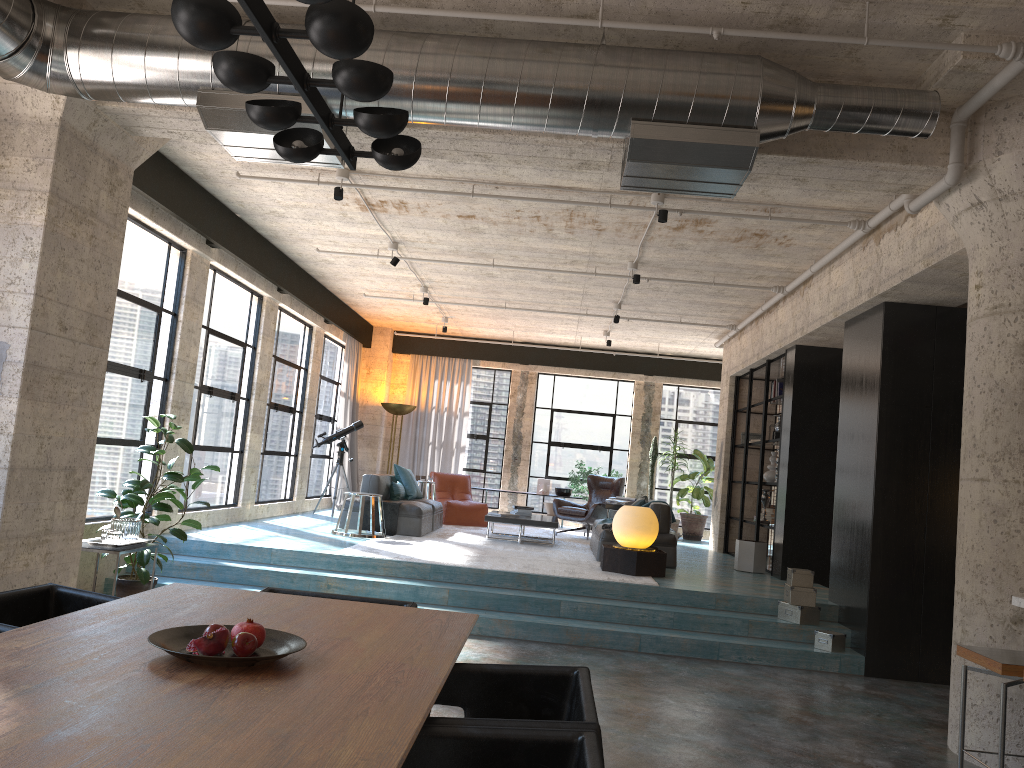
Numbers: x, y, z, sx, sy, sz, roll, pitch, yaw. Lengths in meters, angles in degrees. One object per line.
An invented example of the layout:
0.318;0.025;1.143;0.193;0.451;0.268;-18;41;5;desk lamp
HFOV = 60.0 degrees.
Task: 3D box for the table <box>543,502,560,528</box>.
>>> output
0.674;2.216;15.012;0.331;0.394;0.331;0;-7;42;table

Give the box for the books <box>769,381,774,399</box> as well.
3.454;0.112;11.470;0.216;0.290;0.231;5;-5;3;books

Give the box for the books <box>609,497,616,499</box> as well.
1.496;1.642;12.457;0.278;0.075;0.320;5;-6;8;books

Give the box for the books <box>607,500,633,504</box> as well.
1.471;1.601;12.048;0.252;0.011;0.318;7;-6;-15;books

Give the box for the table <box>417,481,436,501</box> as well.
-1.321;1.726;12.946;0.549;0.603;0.549;7;-6;-17;table

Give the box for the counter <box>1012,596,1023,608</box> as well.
3.039;1.004;2.884;1.000;0.046;3.500;5;-5;3;counter

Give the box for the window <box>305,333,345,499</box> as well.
-2.974;0.551;14.159;0.081;2.530;1.780;5;-5;3;window

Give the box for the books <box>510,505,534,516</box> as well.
0.145;1.684;11.791;0.279;0.116;0.322;7;-6;-12;books

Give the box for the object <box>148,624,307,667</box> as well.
-0.809;0.739;2.536;0.435;0.079;0.435;1;-7;39;object

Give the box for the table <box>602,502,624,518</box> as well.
1.641;1.961;12.238;0.800;0.570;0.800;5;-5;3;table

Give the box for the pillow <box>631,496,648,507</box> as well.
1.471;1.537;10.723;0.320;0.393;0.670;5;-6;9;pillow

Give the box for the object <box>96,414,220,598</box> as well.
-2.820;1.003;6.962;0.886;1.552;0.514;6;-6;-10;object

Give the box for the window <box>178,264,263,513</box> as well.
-3.179;0.102;9.697;0.081;2.530;1.780;5;-5;3;window

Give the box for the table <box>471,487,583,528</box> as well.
0.215;2.118;15.141;2.004;0.530;0.715;5;-5;1;table

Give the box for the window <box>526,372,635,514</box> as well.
1.235;1.124;15.976;1.780;2.530;0.081;5;-5;3;window

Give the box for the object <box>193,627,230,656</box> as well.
-0.839;0.723;2.491;0.088;0.082;0.110;0;-7;43;object

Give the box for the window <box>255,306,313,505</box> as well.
-3.076;0.326;11.928;0.081;2.530;1.780;5;-5;3;window

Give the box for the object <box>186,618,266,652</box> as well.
-0.816;0.727;2.560;0.219;0.097;0.100;11;-7;-43;object

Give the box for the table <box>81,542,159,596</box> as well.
-2.892;1.420;6.288;0.450;0.563;0.600;5;-5;3;table

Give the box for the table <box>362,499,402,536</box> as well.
-1.569;1.588;10.580;0.420;0.390;0.413;5;-5;3;table

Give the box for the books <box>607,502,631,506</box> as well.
1.456;1.631;12.036;0.252;0.011;0.318;6;-6;-10;books

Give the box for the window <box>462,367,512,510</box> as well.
-0.997;0.924;16.099;1.780;2.530;0.081;5;-5;3;window

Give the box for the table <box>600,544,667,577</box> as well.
1.213;1.774;9.008;0.616;0.230;1.044;5;-5;3;table

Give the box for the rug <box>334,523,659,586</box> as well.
0.023;2.044;11.820;2.954;0.032;7.768;5;-5;3;rug

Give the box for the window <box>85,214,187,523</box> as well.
-3.281;-0.122;7.467;0.081;2.530;1.780;5;-5;3;window

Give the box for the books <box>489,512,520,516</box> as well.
-0.096;1.652;11.267;0.318;0.011;0.252;10;-7;-37;books

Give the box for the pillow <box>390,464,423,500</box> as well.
-1.452;1.303;11.784;0.349;0.466;1.042;4;-6;13;pillow

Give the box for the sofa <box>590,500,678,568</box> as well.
1.497;1.728;10.627;1.019;0.680;2.063;5;-5;3;sofa

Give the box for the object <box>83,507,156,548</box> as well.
-2.818;1.023;6.369;0.327;0.253;0.546;5;-5;3;object

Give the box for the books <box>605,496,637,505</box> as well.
1.470;1.580;11.969;0.322;0.109;0.273;0;-7;43;books

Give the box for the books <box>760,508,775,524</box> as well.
3.347;1.695;11.347;0.306;0.188;0.257;9;-6;-32;books

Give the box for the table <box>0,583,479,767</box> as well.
-0.870;1.148;2.469;1.299;0.756;2.410;5;-5;3;table

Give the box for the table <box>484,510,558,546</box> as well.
0.136;1.874;11.542;0.900;0.309;1.500;5;-5;3;table

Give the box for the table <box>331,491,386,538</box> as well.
-1.715;1.479;10.075;0.620;0.472;0.620;5;-5;6;table

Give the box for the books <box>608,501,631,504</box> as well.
1.467;1.611;12.039;0.252;0.011;0.318;7;-6;-20;books

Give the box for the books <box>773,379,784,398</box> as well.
3.440;0.084;11.225;0.221;0.298;0.258;5;-5;3;books

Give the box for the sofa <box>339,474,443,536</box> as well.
-1.500;1.541;11.629;1.019;0.680;2.063;5;-5;3;sofa

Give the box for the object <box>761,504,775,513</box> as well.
3.510;1.756;12.044;0.284;0.231;0.335;5;-5;3;object

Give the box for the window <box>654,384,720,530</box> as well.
3.467;1.324;15.854;1.780;2.530;0.081;5;-5;3;window

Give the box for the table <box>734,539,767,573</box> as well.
2.749;1.981;10.223;0.365;0.340;0.316;2;-7;33;table

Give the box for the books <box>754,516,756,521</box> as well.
3.342;1.786;11.672;0.231;0.068;0.319;6;-5;-5;books

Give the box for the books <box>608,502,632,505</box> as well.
1.457;1.619;12.021;0.252;0.011;0.318;7;-6;-20;books

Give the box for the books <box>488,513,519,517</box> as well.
-0.105;1.661;11.265;0.318;0.011;0.252;10;-7;-42;books
